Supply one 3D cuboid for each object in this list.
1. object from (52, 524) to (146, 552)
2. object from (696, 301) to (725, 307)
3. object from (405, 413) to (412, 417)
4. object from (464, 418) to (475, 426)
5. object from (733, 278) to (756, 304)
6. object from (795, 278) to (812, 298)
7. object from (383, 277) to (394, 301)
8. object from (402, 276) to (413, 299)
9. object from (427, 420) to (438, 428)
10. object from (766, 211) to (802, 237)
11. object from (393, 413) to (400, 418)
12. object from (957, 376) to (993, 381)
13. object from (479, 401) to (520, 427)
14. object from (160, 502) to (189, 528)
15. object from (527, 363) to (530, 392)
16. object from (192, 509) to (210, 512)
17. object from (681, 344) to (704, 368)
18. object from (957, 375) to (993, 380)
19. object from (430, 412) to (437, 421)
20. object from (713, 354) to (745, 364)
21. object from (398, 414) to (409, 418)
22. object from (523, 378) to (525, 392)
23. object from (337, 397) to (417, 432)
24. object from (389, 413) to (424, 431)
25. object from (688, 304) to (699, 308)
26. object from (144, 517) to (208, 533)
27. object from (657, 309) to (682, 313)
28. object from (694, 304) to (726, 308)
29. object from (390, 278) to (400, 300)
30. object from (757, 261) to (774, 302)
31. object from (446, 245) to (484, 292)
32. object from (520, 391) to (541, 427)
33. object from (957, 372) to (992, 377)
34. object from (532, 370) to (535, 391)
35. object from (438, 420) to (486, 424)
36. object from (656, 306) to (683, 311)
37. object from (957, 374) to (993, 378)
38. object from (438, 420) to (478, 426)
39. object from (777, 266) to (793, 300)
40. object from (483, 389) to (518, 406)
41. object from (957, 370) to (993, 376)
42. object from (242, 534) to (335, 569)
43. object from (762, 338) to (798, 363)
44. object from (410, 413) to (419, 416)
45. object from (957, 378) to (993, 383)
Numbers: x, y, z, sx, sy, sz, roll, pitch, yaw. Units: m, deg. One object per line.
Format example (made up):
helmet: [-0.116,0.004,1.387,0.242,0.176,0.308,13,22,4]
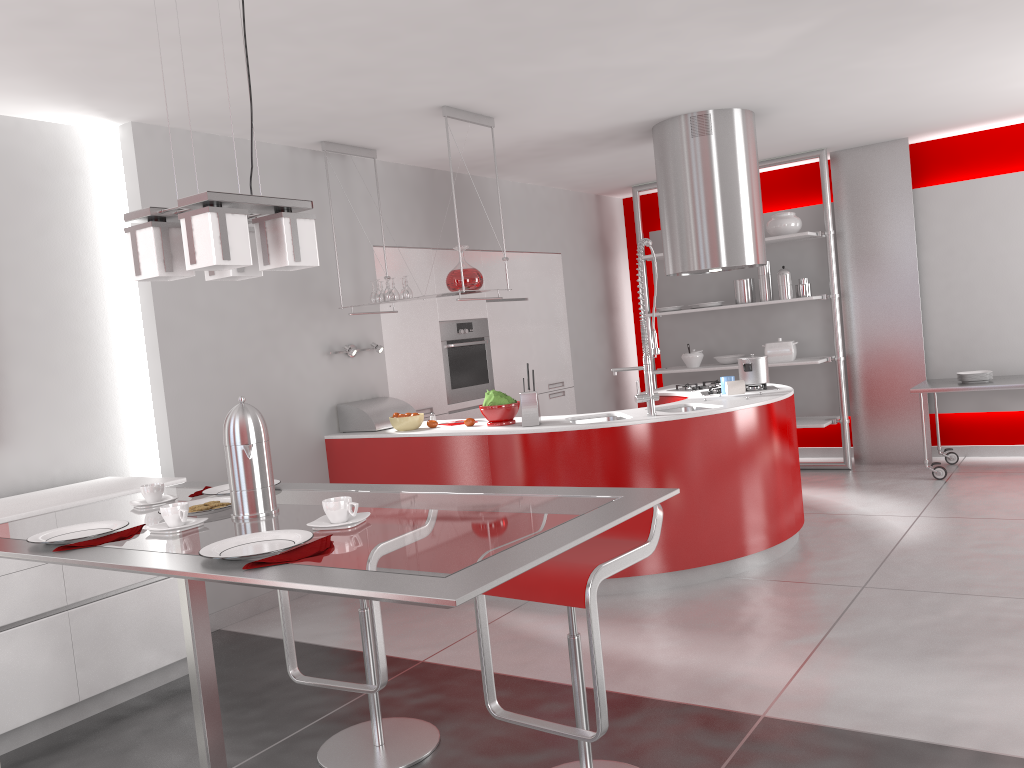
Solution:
object: [-0.895,0.344,1.986,0.095,0.012,0.234,-4,4,33]
object: [1.705,-0.678,7.620,0.244,0.042,0.244,-5,3,19]
object: [-0.607,0.193,5.204,0.066,0.049,0.062,-4,4,31]
object: [-0.239,0.214,5.002,0.064,0.048,0.063,-5,3,12]
object: [1.966,-0.782,7.514,0.184,0.205,0.172,-3,4,39]
object: [2.409,-0.792,7.331,0.127,0.157,0.127,-3,4,44]
object: [-0.720,-0.545,5.137,0.060,0.141,0.060,-5,3,11]
object: [-0.612,-0.558,5.164,0.060,0.141,0.060,-4,4,34]
object: [-0.461,0.232,5.128,0.065,0.047,0.063,-4,4,34]
object: [2.254,-1.323,7.350,0.287,0.222,0.287,-6,3,-12]
object: [-0.668,0.195,5.193,0.055,0.058,0.066,-5,3,19]
object: [3.412,-0.036,6.537,0.228,0.020,0.228,-5,3,16]
object: [-0.064,0.167,4.908,0.229,0.118,0.228,-5,3,5]
object: [-0.774,0.304,2.039,0.062,0.049,0.078,-7,3,-16]
object: [0.093,0.051,4.739,0.014,0.322,0.150,-5,3,5]
object: [-0.783,0.319,2.230,0.034,0.006,0.036,-3,4,38]
object: [1.591,-0.252,7.821,0.192,0.214,0.192,-5,3,21]
object: [3.411,-0.046,6.537,0.228,0.020,0.228,-5,3,16]
object: [-0.484,0.206,5.437,0.042,0.066,0.043,-9,4,-43]
object: [1.911,-0.211,7.790,0.272,0.072,0.272,-6,3,-2]
object: [-0.629,0.198,5.146,0.065,0.052,0.062,-5,3,19]
object: [0.067,0.067,4.735,0.009,0.197,0.091,-5,3,5]
object: [-0.823,0.180,5.481,0.300,0.170,0.400,-4,4,34]
object: [-0.609,0.226,5.156,0.201,0.086,0.201,-4,4,35]
object: [1.695,-0.693,7.911,0.244,0.042,0.244,-4,3,26]
object: [-0.774,0.327,2.047,0.119,0.016,0.119,-4,4,32]
object: [1.399,-0.646,7.846,0.280,0.015,0.280,-7,3,-19]
object: [1.706,-0.664,7.621,0.280,0.015,0.280,-7,3,-26]
object: [-0.695,-0.552,5.219,0.060,0.141,0.060,-4,4,34]
object: [2.103,-0.849,7.362,0.109,0.329,0.110,-4,4,32]
object: [-0.274,-0.646,5.002,0.213,0.266,0.213,-7,4,-28]
object: [0.097,0.128,4.716,0.091,0.178,0.137,-5,3,7]
object: [3.409,-0.066,6.535,0.228,0.020,0.228,-5,3,16]
object: [0.121,0.064,4.728,0.012,0.279,0.130,-5,3,5]
object: [-0.277,0.220,5.236,0.375,0.008,0.041,-5,3,11]
object: [1.398,-0.659,7.846,0.244,0.042,0.244,-5,3,19]
object: [3.410,-0.056,6.536,0.228,0.020,0.228,-5,3,16]
object: [-0.331,0.231,5.253,0.168,0.006,0.266,-8,4,-29]
object: [2.222,-0.826,7.225,0.115,0.274,0.115,-4,4,27]
object: [-0.060,0.113,4.899,0.198,0.182,0.193,-3,4,40]
object: [3.408,-0.076,6.535,0.228,0.020,0.228,-5,3,16]
object: [-0.382,0.311,1.645,0.095,0.012,0.234,-4,4,33]
object: [2.253,-0.288,7.440,0.282,0.197,0.235,-4,3,24]
object: [-0.565,0.192,5.152,0.066,0.049,0.062,-3,4,42]
object: [3.413,-0.026,6.538,0.228,0.020,0.228,-5,3,16]
